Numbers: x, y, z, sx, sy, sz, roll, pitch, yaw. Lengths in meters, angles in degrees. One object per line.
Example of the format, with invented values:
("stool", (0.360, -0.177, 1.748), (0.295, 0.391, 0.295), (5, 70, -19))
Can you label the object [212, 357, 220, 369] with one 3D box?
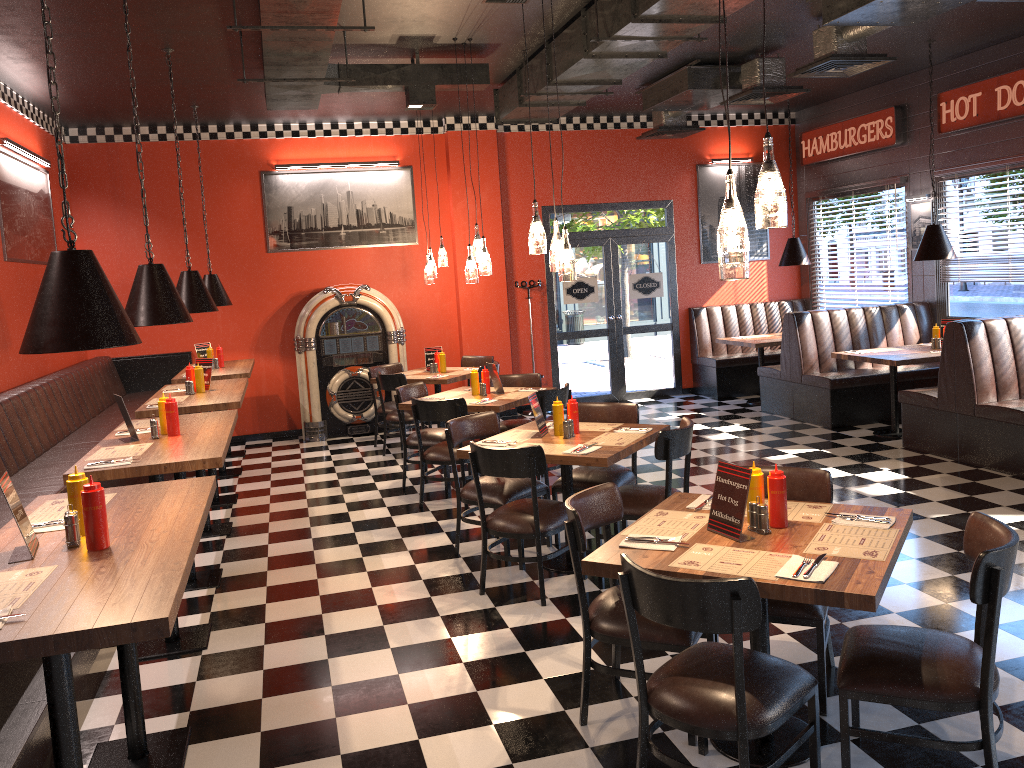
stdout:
("object", (-3.023, -0.221, 8.990), (0.094, 0.135, 0.047), (-8, 6, -34))

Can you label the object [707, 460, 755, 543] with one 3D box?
("object", (0.796, 0.426, 3.246), (0.072, 0.256, 0.189), (-6, 6, -24))

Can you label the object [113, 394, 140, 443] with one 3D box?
("object", (-2.127, 0.184, 4.886), (0.072, 0.256, 0.188), (-7, 7, -35))

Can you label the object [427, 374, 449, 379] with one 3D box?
("object", (-0.739, -0.081, 8.936), (0.157, 0.019, 0.256), (1, 9, 34))

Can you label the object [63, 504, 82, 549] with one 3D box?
("object", (-1.431, 0.457, 2.881), (0.047, 0.135, 0.094), (-6, 6, -23))

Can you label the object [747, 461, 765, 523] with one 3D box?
("object", (0.926, 0.411, 3.374), (0.068, 0.237, 0.068), (-4, 5, 0))

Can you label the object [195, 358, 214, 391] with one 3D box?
("object", (-2.469, -0.074, 7.074), (0.188, 0.256, 0.072), (-1, 6, 27))

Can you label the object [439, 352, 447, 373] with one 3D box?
("object", (-0.728, -0.241, 9.314), (0.068, 0.237, 0.068), (-5, 5, -17))

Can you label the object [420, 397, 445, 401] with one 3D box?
("object", (-0.649, 0.122, 7.310), (0.255, 0.019, 0.158), (-1, 8, 24))

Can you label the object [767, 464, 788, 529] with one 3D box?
("object", (0.990, 0.415, 3.306), (0.068, 0.237, 0.068), (-1, 6, 28))

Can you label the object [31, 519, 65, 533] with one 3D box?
("object", (-1.591, 0.491, 3.147), (0.255, 0.019, 0.158), (-6, 8, -17))

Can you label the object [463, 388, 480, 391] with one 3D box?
("object", (-0.320, 0.039, 7.785), (0.157, 0.019, 0.256), (0, 8, 30))

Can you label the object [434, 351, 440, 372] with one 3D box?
("object", (-0.787, -0.246, 9.387), (0.068, 0.237, 0.068), (-5, 5, -17))

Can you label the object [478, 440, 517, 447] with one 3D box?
("object", (-0.072, 0.346, 5.260), (0.255, 0.019, 0.158), (1, 9, 32))

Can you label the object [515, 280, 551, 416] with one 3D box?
("object", (0.249, -0.455, 10.977), (0.374, 1.652, 0.376), (-3, 5, 8))

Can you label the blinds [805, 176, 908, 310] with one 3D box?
("blinds", (4.225, -1.628, 10.942), (0.099, 1.628, 1.875), (-5, 6, -14))

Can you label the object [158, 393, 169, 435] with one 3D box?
("object", (-1.963, 0.166, 5.015), (0.068, 0.237, 0.068), (-4, 5, -5))

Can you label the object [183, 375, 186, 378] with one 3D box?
("object", (-2.975, -0.086, 8.366), (0.255, 0.019, 0.158), (-6, 8, -17))

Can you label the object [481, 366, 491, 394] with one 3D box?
("object", (-0.221, -0.035, 7.448), (0.068, 0.237, 0.068), (-5, 5, -9))

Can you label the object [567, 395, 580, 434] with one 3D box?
("object", (0.373, 0.186, 5.416), (0.068, 0.237, 0.068), (-5, 5, -9))

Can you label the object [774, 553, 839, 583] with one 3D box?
("object", (0.958, 0.586, 2.858), (0.157, 0.019, 0.256), (1, 9, 33))

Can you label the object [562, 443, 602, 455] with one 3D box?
("object", (0.400, 0.356, 4.934), (0.157, 0.019, 0.256), (1, 9, 33))

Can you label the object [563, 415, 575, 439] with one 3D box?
("object", (0.339, 0.254, 5.311), (0.047, 0.135, 0.094), (0, 7, 35))

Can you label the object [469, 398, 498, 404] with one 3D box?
("object", (-0.211, 0.131, 7.006), (0.157, 0.019, 0.256), (1, 9, 32))

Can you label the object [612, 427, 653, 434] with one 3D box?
("object", (0.717, 0.277, 5.389), (0.255, 0.019, 0.158), (0, 8, 30))

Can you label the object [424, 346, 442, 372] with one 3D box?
("object", (-0.834, -0.265, 9.481), (0.188, 0.256, 0.072), (-4, 5, -4))

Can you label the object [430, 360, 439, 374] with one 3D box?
("object", (-0.820, -0.182, 9.309), (0.094, 0.135, 0.047), (-5, 5, -14))

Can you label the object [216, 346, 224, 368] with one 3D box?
("object", (-3.001, -0.289, 9.101), (0.068, 0.237, 0.068), (-6, 5, -21))

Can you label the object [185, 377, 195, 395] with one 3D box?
("object", (-2.508, 0.014, 6.892), (0.094, 0.135, 0.047), (1, 7, 40))

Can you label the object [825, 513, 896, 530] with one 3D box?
("object", (1.294, 0.504, 3.318), (0.255, 0.019, 0.158), (1, 9, 34))

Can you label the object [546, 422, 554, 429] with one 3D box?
("object", (0.268, 0.267, 5.700), (0.157, 0.019, 0.256), (-1, 8, 23))

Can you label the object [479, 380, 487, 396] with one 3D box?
("object", (-0.243, 0.030, 7.356), (0.047, 0.135, 0.094), (-6, 6, -24))

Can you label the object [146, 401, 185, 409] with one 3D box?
("object", (-2.461, 0.145, 6.297), (0.255, 0.019, 0.158), (-6, 8, -17))

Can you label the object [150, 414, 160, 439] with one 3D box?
("object", (-1.980, 0.234, 4.904), (0.047, 0.135, 0.094), (-6, 6, -24))

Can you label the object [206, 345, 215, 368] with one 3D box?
("object", (-3.093, -0.281, 9.088), (0.068, 0.237, 0.068), (-6, 5, -21))

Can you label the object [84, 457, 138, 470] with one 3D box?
("object", (-1.903, 0.373, 4.233), (0.255, 0.019, 0.158), (-6, 8, -17))

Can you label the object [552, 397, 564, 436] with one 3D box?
("object", (0.282, 0.194, 5.395), (0.068, 0.237, 0.068), (-5, 5, -9))

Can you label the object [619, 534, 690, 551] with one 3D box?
("object", (0.525, 0.569, 3.212), (0.255, 0.019, 0.158), (0, 8, 25))

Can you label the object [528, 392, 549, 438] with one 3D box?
("object", (0.160, 0.188, 5.432), (0.072, 0.256, 0.189), (-2, 6, 16))

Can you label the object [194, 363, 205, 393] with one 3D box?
("object", (-2.456, -0.051, 6.962), (0.068, 0.237, 0.068), (-6, 5, -25))

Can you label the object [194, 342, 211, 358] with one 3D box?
("object", (-3.169, -0.294, 9.154), (0.072, 0.256, 0.189), (0, 7, 35))

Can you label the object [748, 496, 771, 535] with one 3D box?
("object", (0.909, 0.478, 3.264), (0.047, 0.135, 0.094), (-6, 6, -24))

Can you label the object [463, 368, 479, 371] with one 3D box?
("object", (-0.414, -0.160, 9.385), (0.255, 0.019, 0.158), (1, 8, 31))

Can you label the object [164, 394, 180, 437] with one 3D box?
("object", (-1.898, 0.170, 4.947), (0.068, 0.237, 0.068), (-3, 5, 6))

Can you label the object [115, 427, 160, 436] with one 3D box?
("object", (-2.172, 0.272, 5.160), (0.255, 0.019, 0.158), (-6, 8, -17))

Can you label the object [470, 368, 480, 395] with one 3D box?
("object", (-0.312, -0.027, 7.426), (0.068, 0.237, 0.068), (-5, 5, -9))

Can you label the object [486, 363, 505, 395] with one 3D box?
("object", (-0.140, -0.050, 7.445), (0.072, 0.256, 0.189), (-6, 6, -24))

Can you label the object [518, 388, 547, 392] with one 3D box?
("object", (0.153, 0.045, 7.493), (0.255, 0.019, 0.158), (1, 9, 33))

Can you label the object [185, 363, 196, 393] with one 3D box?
("object", (-2.540, -0.051, 7.004), (0.068, 0.237, 0.068), (-6, 5, -20))

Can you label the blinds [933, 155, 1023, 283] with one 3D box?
("blinds", (4.821, -1.584, 8.614), (0.100, 1.201, 1.875), (-5, 7, -14))

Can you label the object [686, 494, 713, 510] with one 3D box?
("object", (0.820, 0.491, 3.668), (0.157, 0.019, 0.256), (1, 9, 31))

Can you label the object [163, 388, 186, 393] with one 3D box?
("object", (-2.698, 0.047, 7.184), (0.255, 0.019, 0.158), (-6, 8, -17))
